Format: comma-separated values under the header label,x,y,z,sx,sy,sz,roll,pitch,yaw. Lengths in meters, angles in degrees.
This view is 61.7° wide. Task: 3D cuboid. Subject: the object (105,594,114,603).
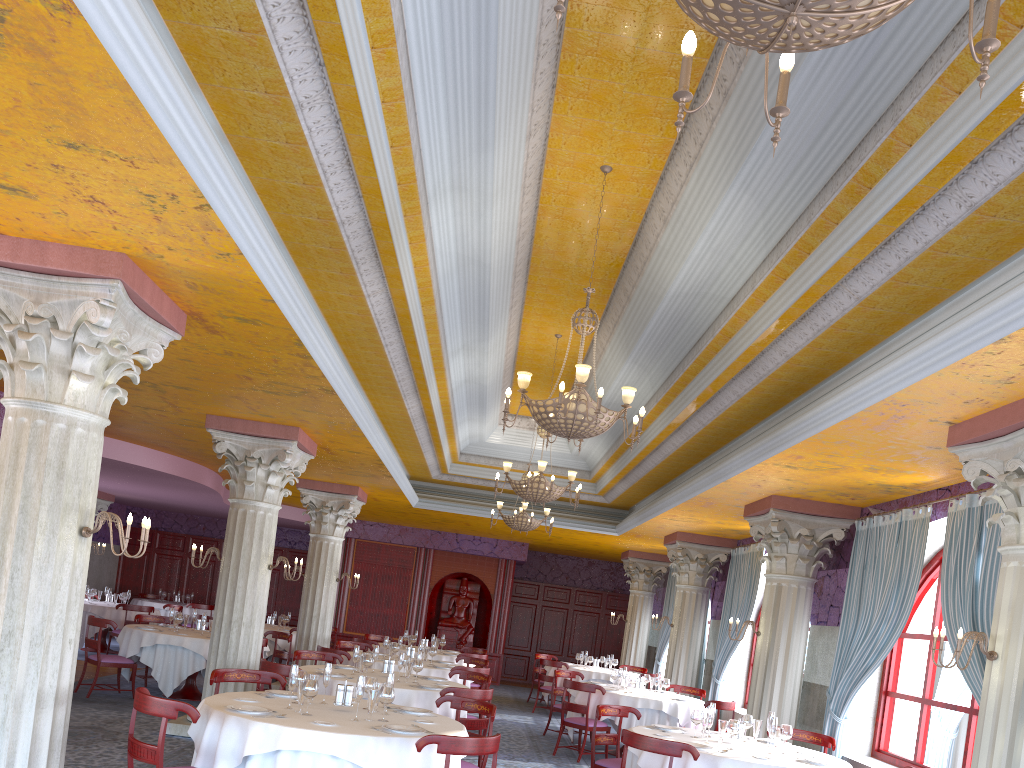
label,x,y,z,sx,sy,sz,roll,pitch,yaw
object,-8.107,4.296,17.272,0.146,0.209,0.071,10,-2,-22

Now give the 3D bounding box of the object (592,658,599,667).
label,x,y,z,sx,sy,sz,roll,pitch,yaw
object,1.741,5.738,17.687,0.146,0.209,0.071,10,-2,-22

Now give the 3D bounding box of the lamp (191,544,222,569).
label,x,y,z,sx,sy,sz,roll,pitch,yaw
lamp,-3.620,2.071,10.208,0.385,0.270,0.346,10,-9,-14

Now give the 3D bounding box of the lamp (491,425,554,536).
label,x,y,z,sx,sy,sz,roll,pitch,yaw
lamp,0.281,1.459,14.450,0.947,2.156,0.982,5,-3,44

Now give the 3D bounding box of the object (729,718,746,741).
label,x,y,z,sx,sy,sz,roll,pitch,yaw
object,2.101,3.200,7.949,0.146,0.209,0.071,10,-2,-22

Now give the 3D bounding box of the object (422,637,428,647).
label,x,y,z,sx,sy,sz,roll,pitch,yaw
object,-1.653,4.892,16.228,0.146,0.209,0.071,10,-2,-22

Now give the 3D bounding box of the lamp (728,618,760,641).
label,x,y,z,sx,sy,sz,roll,pitch,yaw
lamp,2.819,3.007,10.453,0.385,0.270,0.346,10,-9,-14

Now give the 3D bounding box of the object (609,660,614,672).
label,x,y,z,sx,sy,sz,roll,pitch,yaw
object,2.001,5.717,17.369,0.087,0.235,0.085,8,-2,-21

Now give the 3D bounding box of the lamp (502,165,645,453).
label,x,y,z,sx,sy,sz,roll,pitch,yaw
lamp,0.575,-0.609,6.515,0.947,2.156,0.982,5,-3,44

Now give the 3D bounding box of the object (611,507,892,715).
label,x,y,z,sx,sy,sz,roll,pitch,yaw
object,3.647,3.262,10.106,2.094,3.523,30.042,8,-15,0

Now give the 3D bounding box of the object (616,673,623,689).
label,x,y,z,sx,sy,sz,roll,pitch,yaw
object,1.634,4.520,13.053,0.086,0.235,0.086,8,-2,1

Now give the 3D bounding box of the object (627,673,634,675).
label,x,y,z,sx,sy,sz,roll,pitch,yaw
object,2.274,5.784,17.084,0.313,0.024,0.323,8,-15,-1

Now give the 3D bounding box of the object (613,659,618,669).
label,x,y,z,sx,sy,sz,roll,pitch,yaw
object,2.093,5.735,17.442,0.121,0.262,0.124,7,-3,13

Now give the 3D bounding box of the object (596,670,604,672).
label,x,y,z,sx,sy,sz,roll,pitch,yaw
object,1.747,5.684,16.946,0.158,0.009,0.164,-4,-19,37

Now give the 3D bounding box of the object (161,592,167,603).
label,x,y,z,sx,sy,sz,roll,pitch,yaw
object,-8.661,5.305,21.298,0.121,0.262,0.125,6,-3,35

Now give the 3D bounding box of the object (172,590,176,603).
label,x,y,z,sx,sy,sz,roll,pitch,yaw
object,-8.689,5.451,21.997,0.074,0.333,0.074,8,-1,-10

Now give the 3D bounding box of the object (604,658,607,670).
label,x,y,z,sx,sy,sz,roll,pitch,yaw
object,1.960,5.846,17.877,0.085,0.235,0.087,7,-2,24

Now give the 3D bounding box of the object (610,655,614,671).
label,x,y,z,sx,sy,sz,roll,pitch,yaw
object,2.065,5.789,17.795,0.073,0.333,0.075,7,-1,35

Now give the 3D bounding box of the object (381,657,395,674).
label,x,y,z,sx,sy,sz,roll,pitch,yaw
object,-1.417,3.230,9.853,0.146,0.209,0.071,10,-2,-22

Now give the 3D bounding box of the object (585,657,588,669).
label,x,y,z,sx,sy,sz,roll,pitch,yaw
object,1.498,5.638,17.327,0.087,0.235,0.085,8,-2,-21

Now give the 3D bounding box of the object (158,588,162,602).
label,x,y,z,sx,sy,sz,roll,pitch,yaw
object,-8.827,5.292,21.471,0.074,0.333,0.074,8,-1,-10

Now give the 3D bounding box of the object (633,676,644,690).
label,x,y,z,sx,sy,sz,roll,pitch,yaw
object,1.918,4.492,12.905,0.146,0.209,0.071,10,-2,-22

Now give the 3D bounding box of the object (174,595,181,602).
label,x,y,z,sx,sy,sz,roll,pitch,yaw
object,-8.492,5.433,21.750,0.146,0.209,0.071,10,-2,-22

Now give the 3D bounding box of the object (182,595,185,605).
label,x,y,z,sx,sy,sz,roll,pitch,yaw
object,-8.232,5.411,21.432,0.087,0.235,0.085,8,-2,-21

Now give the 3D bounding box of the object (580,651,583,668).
label,x,y,z,sx,sy,sz,roll,pitch,yaw
object,1.405,5.598,17.409,0.073,0.333,0.075,7,-1,35

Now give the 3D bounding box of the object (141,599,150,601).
label,x,y,z,sx,sy,sz,roll,pitch,yaw
object,-9.032,5.321,21.100,0.318,0.024,0.318,13,-16,-20

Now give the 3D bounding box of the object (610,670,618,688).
label,x,y,z,sx,sy,sz,roll,pitch,yaw
object,1.545,4.475,12.979,0.121,0.262,0.124,7,-3,13

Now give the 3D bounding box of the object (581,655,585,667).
label,x,y,z,sx,sy,sz,roll,pitch,yaw
object,1.457,5.767,17.835,0.087,0.235,0.085,8,-2,-21

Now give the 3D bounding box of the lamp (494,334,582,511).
label,x,y,z,sx,sy,sz,roll,pitch,yaw
lamp,0.427,0.434,10.515,0.947,2.156,0.982,5,-3,44

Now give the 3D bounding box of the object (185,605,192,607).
label,x,y,z,sx,sy,sz,roll,pitch,yaw
object,-7.959,5.479,21.147,0.318,0.024,0.318,13,-16,-20

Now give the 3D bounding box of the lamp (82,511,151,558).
label,x,y,z,sx,sy,sz,roll,pitch,yaw
lamp,-2.495,0.940,5.378,0.385,0.270,0.346,10,-9,-14

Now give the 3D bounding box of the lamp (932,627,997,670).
label,x,y,z,sx,sy,sz,roll,pitch,yaw
lamp,2.995,1.766,5.692,0.385,0.270,0.346,10,-9,-14

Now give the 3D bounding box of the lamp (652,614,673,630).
label,x,y,z,sx,sy,sz,roll,pitch,yaw
lamp,2.644,4.239,15.179,0.385,0.270,0.346,10,-9,-14

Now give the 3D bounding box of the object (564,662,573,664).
label,x,y,z,sx,sy,sz,roll,pitch,yaw
object,1.155,5.908,18.121,0.313,0.024,0.323,8,-15,-1

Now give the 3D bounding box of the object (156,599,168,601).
label,x,y,z,sx,sy,sz,roll,pitch,yaw
object,-9.077,5.603,22.183,0.318,0.024,0.318,13,-16,-20

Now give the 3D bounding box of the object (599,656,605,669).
label,x,y,z,sx,sy,sz,roll,pitch,yaw
object,1.889,5.847,17.968,0.123,0.262,0.123,8,-3,-10

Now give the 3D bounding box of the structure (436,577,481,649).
label,x,y,z,sx,sy,sz,roll,pitch,yaw
structure,-1.374,5.791,21.769,0.966,1.831,0.646,8,-2,-2

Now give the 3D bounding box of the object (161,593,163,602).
label,x,y,z,sx,sy,sz,roll,pitch,yaw
object,-8.735,5.332,21.390,0.087,0.235,0.085,8,-2,-21

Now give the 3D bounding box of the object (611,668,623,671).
label,x,y,z,sx,sy,sz,roll,pitch,yaw
object,2.229,6.066,18.167,0.313,0.024,0.323,8,-15,-1

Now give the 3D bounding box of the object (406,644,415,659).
label,x,y,z,sx,sy,sz,roll,pitch,yaw
object,-1.531,4.027,12.911,0.146,0.209,0.071,10,-2,-22

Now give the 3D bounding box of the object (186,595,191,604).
label,x,y,z,sx,sy,sz,roll,pitch,yaw
object,-8.139,5.430,21.505,0.121,0.262,0.124,7,-3,13

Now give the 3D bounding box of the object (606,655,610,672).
label,x,y,z,sx,sy,sz,roll,pitch,yaw
object,1.926,5.631,17.269,0.073,0.333,0.075,7,-1,35

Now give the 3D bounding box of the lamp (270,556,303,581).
label,x,y,z,sx,sy,sz,roll,pitch,yaw
lamp,-2.671,2.181,10.139,0.385,0.270,0.346,10,-9,-14

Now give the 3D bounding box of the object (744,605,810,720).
label,x,y,z,sx,sy,sz,roll,pitch,yaw
object,4.266,3.819,12.838,0.160,2.503,3.665,8,-10,0

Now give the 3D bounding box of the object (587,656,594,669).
label,x,y,z,sx,sy,sz,roll,pitch,yaw
object,1.572,5.610,17.236,0.125,0.262,0.121,9,-3,-32

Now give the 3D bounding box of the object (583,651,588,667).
label,x,y,z,sx,sy,sz,roll,pitch,yaw
object,1.544,5.756,17.935,0.073,0.333,0.075,7,-1,35

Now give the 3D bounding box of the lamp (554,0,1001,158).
label,x,y,z,sx,sy,sz,roll,pitch,yaw
lamp,0.747,-1.825,1.851,0.947,2.156,0.982,5,-3,44

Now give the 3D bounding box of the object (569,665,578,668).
label,x,y,z,sx,sy,sz,roll,pitch,yaw
object,1.201,5.626,17.038,0.313,0.024,0.323,8,-15,-1

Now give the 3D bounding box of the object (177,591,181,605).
label,x,y,z,sx,sy,sz,roll,pitch,yaw
object,-8.306,5.326,21.332,0.074,0.333,0.074,8,-1,-10

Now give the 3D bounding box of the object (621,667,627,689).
label,x,y,z,sx,sy,sz,roll,pitch,yaw
object,1.721,4.510,13.153,0.075,0.333,0.073,8,-1,-32

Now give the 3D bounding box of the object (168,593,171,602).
label,x,y,z,sx,sy,sz,roll,pitch,yaw
object,-8.776,5.462,21.898,0.087,0.235,0.085,8,-2,-21

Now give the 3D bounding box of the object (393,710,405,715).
label,x,y,z,sx,sy,sz,roll,pitch,yaw
object,-0.921,2.668,6.955,0.030,0.010,0.138,20,-19,-41

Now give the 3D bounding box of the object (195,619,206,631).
label,x,y,z,sx,sy,sz,roll,pitch,yaw
object,-4.633,3.568,12.763,0.146,0.209,0.071,10,-2,-22

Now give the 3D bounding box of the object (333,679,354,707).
label,x,y,z,sx,sy,sz,roll,pitch,yaw
object,-1.299,2.394,6.644,0.146,0.209,0.071,10,-2,-22

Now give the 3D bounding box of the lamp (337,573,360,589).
label,x,y,z,sx,sy,sz,roll,pitch,yaw
lamp,-2.847,3.425,14.912,0.385,0.270,0.346,10,-9,-14

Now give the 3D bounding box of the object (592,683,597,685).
label,x,y,z,sx,sy,sz,roll,pitch,yaw
object,1.216,4.601,13.161,0.056,0.019,0.257,19,-18,-40

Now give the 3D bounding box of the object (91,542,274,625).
label,x,y,z,sx,sy,sz,roll,pitch,yaw
object,-7.143,4.213,18.327,5.620,1.181,0.360,1,-4,26

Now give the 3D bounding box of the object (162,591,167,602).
label,x,y,z,sx,sy,sz,roll,pitch,yaw
object,-8.865,5.417,21.824,0.121,0.262,0.125,6,-3,35

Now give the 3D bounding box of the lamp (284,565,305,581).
label,x,y,z,sx,sy,sz,roll,pitch,yaw
lamp,-3.795,3.303,14.934,0.385,0.270,0.346,10,-9,-14

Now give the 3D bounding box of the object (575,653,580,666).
label,x,y,z,sx,sy,sz,roll,pitch,yaw
object,1.368,5.722,17.762,0.121,0.262,0.124,7,-3,13
